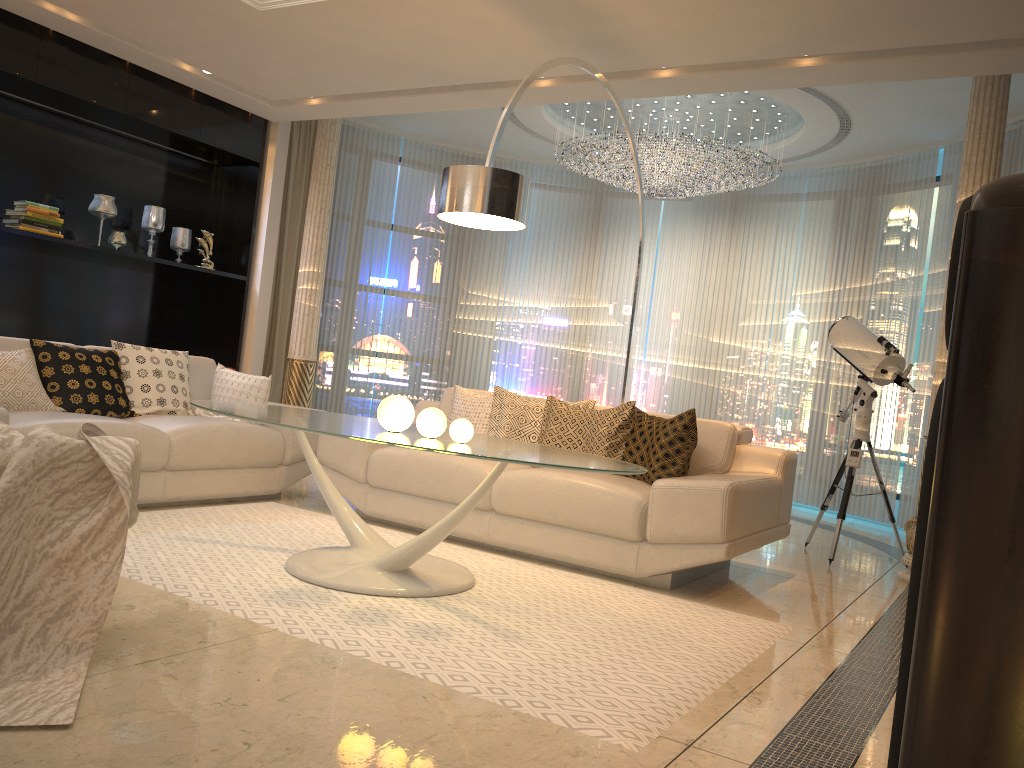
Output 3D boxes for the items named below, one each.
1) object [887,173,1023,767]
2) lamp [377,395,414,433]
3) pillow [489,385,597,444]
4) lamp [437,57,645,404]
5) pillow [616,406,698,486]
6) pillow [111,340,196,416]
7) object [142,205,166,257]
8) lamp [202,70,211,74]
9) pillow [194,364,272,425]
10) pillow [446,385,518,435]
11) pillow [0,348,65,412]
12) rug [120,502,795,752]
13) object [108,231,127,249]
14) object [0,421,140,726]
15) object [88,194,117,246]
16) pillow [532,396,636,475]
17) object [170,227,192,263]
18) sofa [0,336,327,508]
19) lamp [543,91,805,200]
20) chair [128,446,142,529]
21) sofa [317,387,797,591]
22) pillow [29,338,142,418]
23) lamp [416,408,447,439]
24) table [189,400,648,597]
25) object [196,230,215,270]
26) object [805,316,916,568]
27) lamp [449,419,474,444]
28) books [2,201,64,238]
[{"bbox_3d":[0.645,0.348,0.884,0.468,1.127,0.285,7,0,31],"label":"object"},{"bbox_3d":[-0.449,0.115,3.431,0.143,0.143,0.143,7,0,15],"label":"lamp"},{"bbox_3d":[0.148,0.251,4.862,0.587,0.429,0.288,7,0,6],"label":"pillow"},{"bbox_3d":[0.245,-0.420,4.620,0.393,2.519,2.009,7,0,31],"label":"lamp"},{"bbox_3d":[0.714,0.315,4.410,0.301,0.436,0.575,7,0,-28],"label":"pillow"},{"bbox_3d":[-1.983,-0.017,4.990,0.255,0.399,0.526,7,0,31],"label":"pillow"},{"bbox_3d":[-2.729,-1.127,6.722,0.156,0.426,0.156,7,0,36],"label":"object"},{"bbox_3d":[-2.039,-2.159,5.975,0.107,0.127,0.107,7,0,12],"label":"lamp"},{"bbox_3d":[-1.621,0.053,5.109,0.521,0.325,0.281,7,0,40],"label":"pillow"},{"bbox_3d":[-0.206,0.210,5.041,0.463,0.380,0.222,7,0,35],"label":"pillow"},{"bbox_3d":[-2.408,-0.014,4.177,0.351,0.329,0.521,7,0,31],"label":"pillow"},{"bbox_3d":[-0.521,0.759,3.524,2.900,0.020,1.661,7,0,30],"label":"rug"},{"bbox_3d":[-2.830,-1.013,6.356,0.119,0.154,0.119,7,0,40],"label":"object"},{"bbox_3d":[-1.526,0.351,2.325,0.972,0.580,1.347,7,0,-22],"label":"object"},{"bbox_3d":[-2.892,-1.134,6.249,0.181,0.381,0.181,7,0,25],"label":"object"},{"bbox_3d":[0.384,0.275,4.636,0.575,0.436,0.301,7,0,37],"label":"pillow"},{"bbox_3d":[-2.598,-1.057,6.941,0.147,0.317,0.147,7,0,33],"label":"object"},{"bbox_3d":[-2.134,0.189,4.605,1.145,0.754,2.328,7,0,31],"label":"sofa"},{"bbox_3d":[1.263,-1.872,7.247,2.109,0.685,2.109,7,0,-14],"label":"lamp"},{"bbox_3d":[-1.706,0.131,2.384,1.027,0.991,0.983,7,0,30],"label":"chair"},{"bbox_3d":[0.197,0.464,4.721,2.328,0.754,1.145,7,0,31],"label":"sofa"},{"bbox_3d":[-2.180,-0.024,4.575,0.323,0.355,0.524,7,0,31],"label":"pillow"},{"bbox_3d":[-0.303,0.146,3.342,0.115,0.115,0.115,7,0,-34],"label":"lamp"},{"bbox_3d":[-0.502,0.464,3.544,2.140,0.565,0.999,7,0,30],"label":"table"},{"bbox_3d":[-2.366,-1.031,6.852,0.116,0.293,0.182,7,0,28],"label":"object"},{"bbox_3d":[2.042,0.319,5.241,0.616,1.471,0.570,7,0,37],"label":"object"},{"bbox_3d":[-0.186,0.173,3.272,0.090,0.091,0.090,7,0,-9],"label":"lamp"},{"bbox_3d":[-3.113,-1.068,5.785,0.260,0.197,0.296,7,0,33],"label":"books"}]
